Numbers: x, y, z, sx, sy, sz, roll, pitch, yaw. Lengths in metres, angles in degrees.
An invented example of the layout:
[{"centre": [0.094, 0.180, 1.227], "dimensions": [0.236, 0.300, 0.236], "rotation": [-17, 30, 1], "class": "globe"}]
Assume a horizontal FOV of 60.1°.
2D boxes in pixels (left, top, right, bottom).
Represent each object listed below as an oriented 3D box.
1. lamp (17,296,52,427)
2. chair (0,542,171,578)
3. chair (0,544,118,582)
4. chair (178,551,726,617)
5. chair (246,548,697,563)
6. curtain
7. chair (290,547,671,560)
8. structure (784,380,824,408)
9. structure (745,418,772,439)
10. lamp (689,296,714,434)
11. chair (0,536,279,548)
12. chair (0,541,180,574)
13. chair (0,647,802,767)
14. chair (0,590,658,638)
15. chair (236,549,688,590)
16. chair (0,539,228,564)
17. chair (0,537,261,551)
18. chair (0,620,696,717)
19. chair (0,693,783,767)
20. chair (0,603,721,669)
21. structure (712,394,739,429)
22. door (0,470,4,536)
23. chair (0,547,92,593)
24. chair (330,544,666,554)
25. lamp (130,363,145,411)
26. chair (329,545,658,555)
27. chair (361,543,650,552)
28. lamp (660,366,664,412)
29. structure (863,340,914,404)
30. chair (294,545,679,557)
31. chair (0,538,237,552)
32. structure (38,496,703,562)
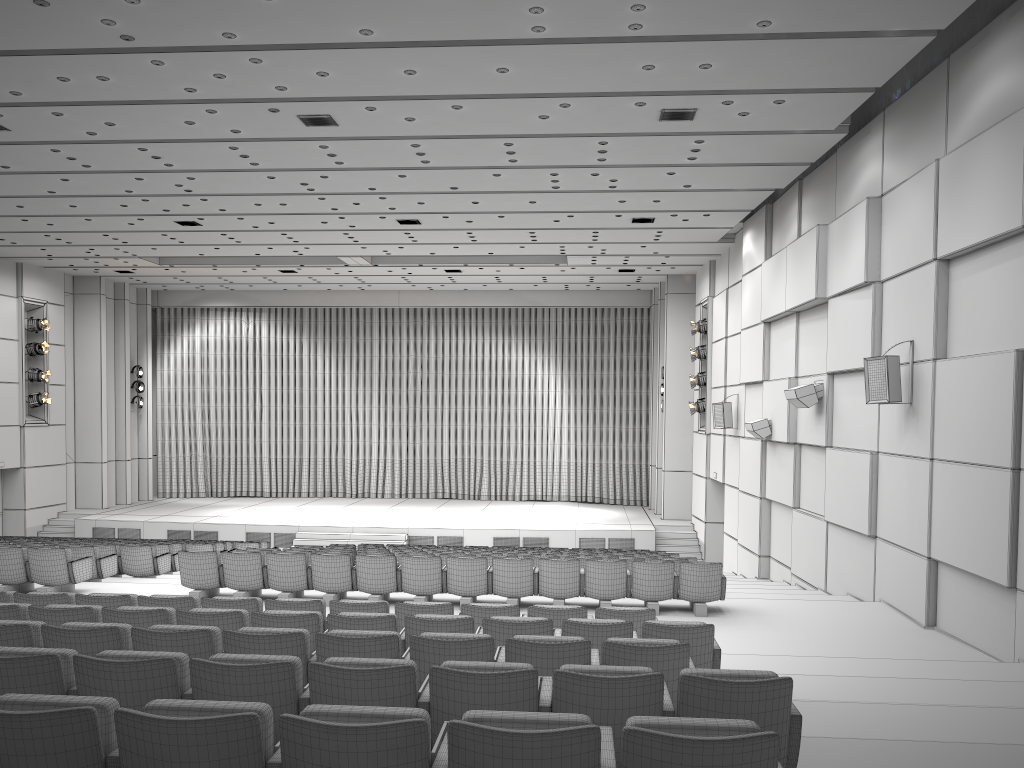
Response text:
[{"centre": [-12.517, -0.558, 23.145], "dimensions": [0.746, 3.347, 1.018], "rotation": [1, 2, 5], "class": "lamp"}, {"centre": [-8.558, 2.683, 13.564], "dimensions": [6.600, 0.623, 0.611], "rotation": [0, 0, 4], "class": "chair"}, {"centre": [-8.624, 2.497, 12.461], "dimensions": [6.050, 0.623, 0.611], "rotation": [0, 0, 4], "class": "chair"}, {"centre": [-0.772, 2.369, 10.750], "dimensions": [6.600, 0.623, 0.611], "rotation": [0, 0, 4], "class": "chair"}, {"centre": [-0.606, 2.740, 12.954], "dimensions": [6.600, 0.623, 0.611], "rotation": [0, 0, 4], "class": "chair"}, {"centre": [-3.375, 0.498, 28.487], "dimensions": [16.130, 6.533, 1.427], "rotation": [0, 2, 4], "class": "curtain"}, {"centre": [-0.506, 2.926, 14.055], "dimensions": [6.050, 0.623, 0.611], "rotation": [0, 0, 4], "class": "chair"}, {"centre": [4.423, 0.155, 13.375], "dimensions": [0.471, 0.418, 0.519], "rotation": [1, 0, 0], "class": "structure"}, {"centre": [4.482, 0.772, 15.928], "dimensions": [0.471, 0.418, 0.519], "rotation": [1, 0, 2], "class": "structure"}, {"centre": [4.760, -0.432, 21.840], "dimensions": [0.755, 3.347, 1.019], "rotation": [1, 2, 0], "class": "lamp"}, {"centre": [-8.089, 3.610, 19.076], "dimensions": [6.050, 0.623, 0.611], "rotation": [0, 0, 4], "class": "chair"}, {"centre": [-8.457, 2.868, 14.665], "dimensions": [6.050, 0.623, 0.611], "rotation": [0, 0, 4], "class": "chair"}, {"centre": [-5.571, 1.529, 4.560], "dimensions": [13.749, 0.623, 0.611], "rotation": [0, 0, 4], "class": "chair"}, {"centre": [-5.348, 2.085, 7.868], "dimensions": [13.199, 0.623, 0.611], "rotation": [0, 0, 4], "class": "chair"}, {"centre": [-0.672, 2.555, 11.851], "dimensions": [6.050, 0.623, 0.611], "rotation": [0, 0, 4], "class": "chair"}, {"centre": [-8.391, 3.053, 15.768], "dimensions": [6.600, 0.623, 0.611], "rotation": [0, 0, 4], "class": "chair"}, {"centre": [-8.225, 3.424, 17.972], "dimensions": [6.600, 0.623, 0.611], "rotation": [0, 0, 4], "class": "chair"}, {"centre": [-5.514, 1.714, 5.664], "dimensions": [13.199, 0.623, 0.611], "rotation": [0, 0, 4], "class": "chair"}, {"centre": [-5.681, 1.343, 3.460], "dimensions": [13.199, 0.623, 0.611], "rotation": [0, 0, 4], "class": "chair"}, {"centre": [-5.404, 1.900, 6.764], "dimensions": [13.749, 0.623, 0.611], "rotation": [0, 0, 4], "class": "chair"}, {"centre": [4.518, 0.579, 18.687], "dimensions": [0.410, 0.746, 0.408], "rotation": [-1, 2, -38], "class": "structure"}, {"centre": [-13.238, 3.226, 22.081], "dimensions": [0.085, 2.182, 1.696], "rotation": [1, 1, 4], "class": "door"}, {"centre": [-8.724, 2.312, 11.360], "dimensions": [6.600, 0.623, 0.611], "rotation": [0, 0, 4], "class": "chair"}, {"centre": [-0.273, 3.482, 17.362], "dimensions": [6.600, 0.623, 0.611], "rotation": [0, 0, 4], "class": "chair"}, {"centre": [-11.410, 0.090, 26.864], "dimensions": [0.436, 1.481, 0.384], "rotation": [1, 2, 9], "class": "lamp"}, {"centre": [-0.339, 3.296, 16.259], "dimensions": [6.050, 0.623, 0.611], "rotation": [0, 0, 4], "class": "chair"}, {"centre": [-0.137, 3.668, 18.466], "dimensions": [6.050, 0.623, 0.611], "rotation": [0, 0, 4], "class": "chair"}, {"centre": [4.312, 0.166, 24.460], "dimensions": [0.436, 1.481, 0.384], "rotation": [1, 2, 0], "class": "lamp"}, {"centre": [4.378, -0.134, 10.279], "dimensions": [0.410, 0.746, 0.408], "rotation": [-1, 2, -38], "class": "structure"}, {"centre": [-0.440, 3.111, 15.158], "dimensions": [6.600, 0.623, 0.611], "rotation": [0, 0, 4], "class": "chair"}, {"centre": [-8.291, 3.239, 16.869], "dimensions": [6.050, 0.623, 0.611], "rotation": [0, 0, 4], "class": "chair"}, {"centre": [-3.606, 4.089, 25.501], "dimensions": [17.818, 0.847, 8.311], "rotation": [0, -2, 4], "class": "structure"}]
